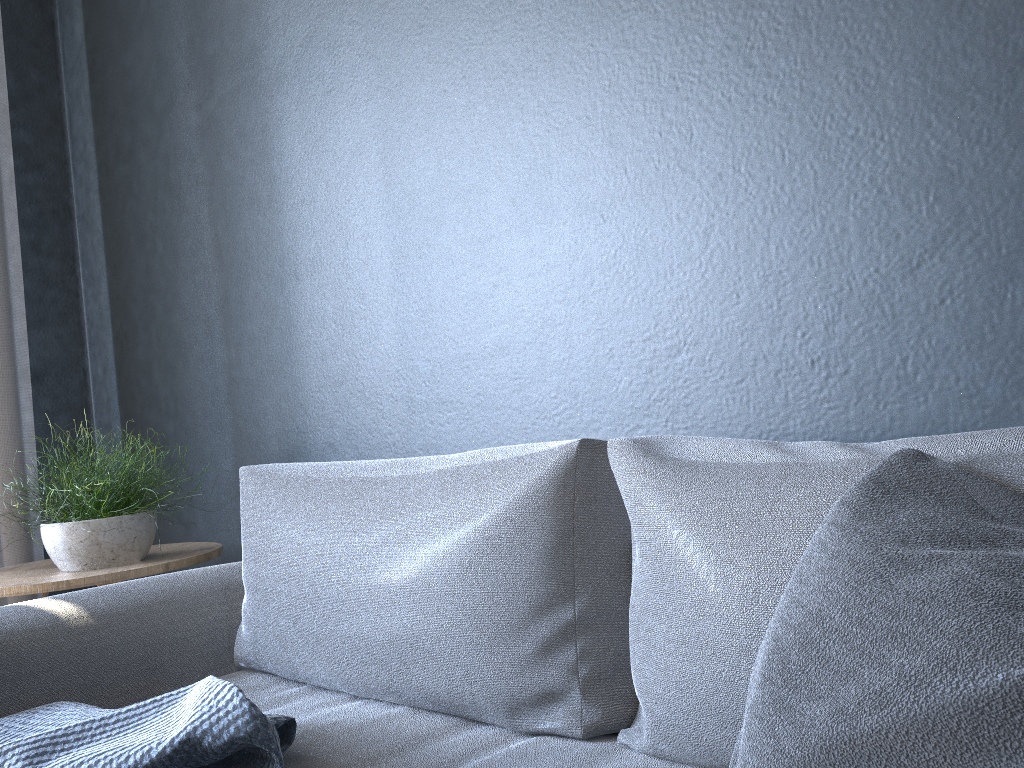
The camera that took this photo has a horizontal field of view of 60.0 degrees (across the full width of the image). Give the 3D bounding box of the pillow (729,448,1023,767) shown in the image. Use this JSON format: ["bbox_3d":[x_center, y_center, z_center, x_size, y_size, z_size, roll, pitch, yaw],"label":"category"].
[{"bbox_3d":[0.416,0.222,0.519,0.442,0.361,0.798,-5,-3,-29],"label":"pillow"}]

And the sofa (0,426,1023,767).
[{"bbox_3d":[0.019,0.467,0.976,2.343,0.797,0.969,-9,-3,42],"label":"sofa"}]

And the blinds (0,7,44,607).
[{"bbox_3d":[-2.785,-0.228,1.272,0.313,2.787,3.990,-8,-3,43],"label":"blinds"}]

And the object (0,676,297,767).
[{"bbox_3d":[-0.605,0.565,1.143,0.490,0.329,0.667,-4,-3,-42],"label":"object"}]
